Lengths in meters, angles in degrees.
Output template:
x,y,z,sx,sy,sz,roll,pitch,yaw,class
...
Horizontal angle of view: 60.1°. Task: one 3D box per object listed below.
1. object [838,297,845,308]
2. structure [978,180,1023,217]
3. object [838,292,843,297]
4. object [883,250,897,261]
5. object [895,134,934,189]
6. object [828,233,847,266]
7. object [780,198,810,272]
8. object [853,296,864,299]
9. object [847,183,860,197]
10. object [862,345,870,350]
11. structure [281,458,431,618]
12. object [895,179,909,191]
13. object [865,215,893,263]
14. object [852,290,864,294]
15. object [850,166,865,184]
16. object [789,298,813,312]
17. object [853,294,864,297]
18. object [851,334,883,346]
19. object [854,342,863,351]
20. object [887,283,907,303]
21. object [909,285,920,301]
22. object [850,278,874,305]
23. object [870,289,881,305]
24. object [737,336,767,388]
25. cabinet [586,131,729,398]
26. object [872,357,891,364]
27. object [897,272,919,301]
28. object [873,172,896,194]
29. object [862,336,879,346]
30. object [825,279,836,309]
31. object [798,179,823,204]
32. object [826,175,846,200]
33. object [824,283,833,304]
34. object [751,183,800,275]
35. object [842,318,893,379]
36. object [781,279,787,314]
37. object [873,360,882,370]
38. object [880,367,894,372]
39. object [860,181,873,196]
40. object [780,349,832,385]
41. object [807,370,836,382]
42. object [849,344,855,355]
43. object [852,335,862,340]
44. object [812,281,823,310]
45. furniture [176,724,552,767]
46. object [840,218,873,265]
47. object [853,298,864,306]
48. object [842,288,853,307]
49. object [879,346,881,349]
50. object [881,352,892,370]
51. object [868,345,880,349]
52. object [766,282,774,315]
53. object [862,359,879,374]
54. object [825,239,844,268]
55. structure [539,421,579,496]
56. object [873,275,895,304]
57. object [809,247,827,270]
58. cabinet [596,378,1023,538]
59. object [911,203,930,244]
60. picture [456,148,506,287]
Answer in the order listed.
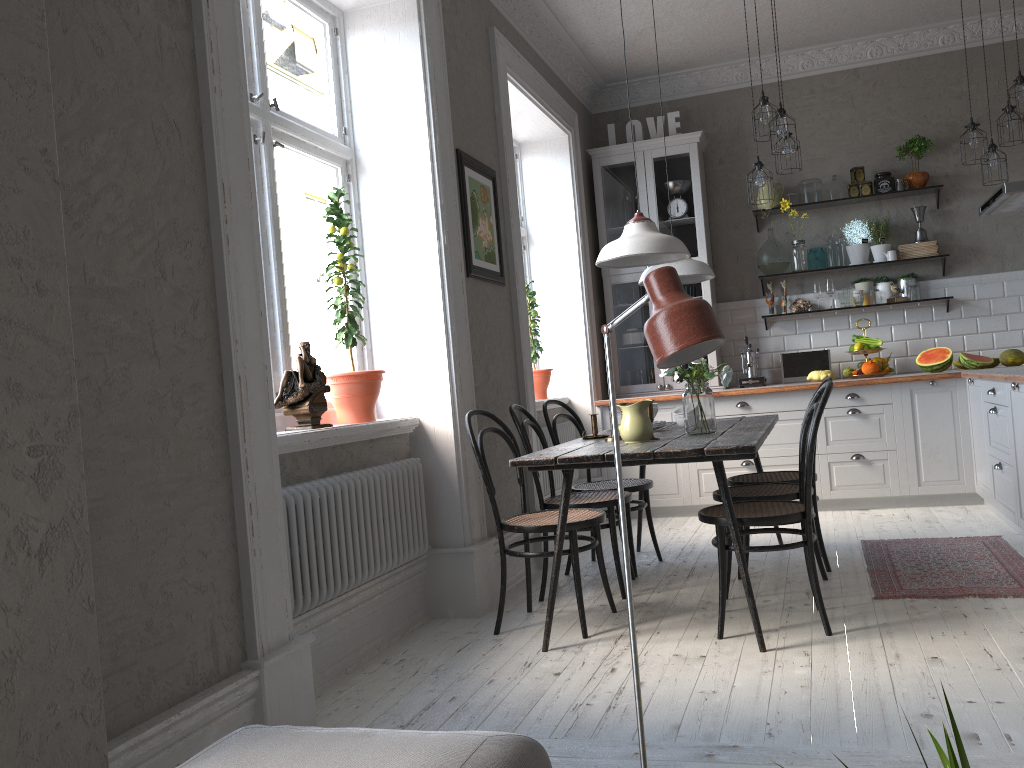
x,y,z,sx,sy,sz,roll,pitch,yaw,class
2.453,-0.600,6.544,0.076,0.083,0.079,-5,0,36,object
2.729,-1.737,4.450,0.704,1.595,0.720,-5,0,18,structure
2.450,-0.633,6.545,0.076,0.083,0.079,-5,0,36,object
2.718,-0.916,6.338,0.064,0.071,0.104,-5,0,-42,object
2.899,-1.579,6.330,0.255,0.397,0.246,-5,0,43,object
2.426,-0.984,6.612,0.129,0.264,0.133,-5,0,23,object
2.075,-1.095,6.499,0.190,0.540,0.283,-5,0,10,object
2.507,-0.607,6.402,0.076,0.051,0.078,-5,0,11,object
2.494,-1.401,6.459,0.082,0.113,0.084,-5,0,18,object
2.490,-0.243,6.249,0.063,0.061,0.067,-5,0,18,object
-0.608,0.546,3.317,0.147,0.428,1.237,-5,0,17,structure
2.780,-1.418,6.315,0.092,0.096,0.075,-5,0,18,object
2.663,-1.064,6.419,0.187,0.380,0.167,-5,0,-21,object
2.503,-0.649,6.403,0.077,0.051,0.077,-5,0,4,object
2.512,-1.515,6.437,0.083,0.113,0.082,-5,0,-2,object
2.138,-0.584,6.583,0.177,0.111,0.096,-5,0,-5,object
2.506,-0.624,6.403,0.075,0.051,0.079,-5,0,37,object
2.514,-0.311,6.271,0.207,0.101,0.068,-5,0,24,object
2.445,-0.262,6.247,0.058,0.069,0.080,-5,0,37,object
2.771,-0.658,6.371,0.119,0.147,0.099,-5,0,-14,object
2.869,-0.650,6.322,0.077,0.108,0.078,-5,0,11,object
2.577,-0.678,6.513,0.157,0.217,0.155,-5,0,-2,object
2.633,-0.629,6.422,0.077,0.108,0.078,-5,0,11,object
1.742,-0.161,6.483,0.203,0.370,0.357,-5,0,18,object
1.122,-0.859,6.770,0.869,1.921,0.392,-5,0,17,cabinet
2.622,-0.164,6.293,0.126,0.056,0.060,-5,0,10,object
2.885,-0.700,6.436,0.157,0.213,0.154,-5,0,16,object
2.704,-1.450,6.442,0.140,0.174,0.144,-5,0,18,object
2.564,-0.305,6.328,0.177,0.096,0.090,-5,0,38,object
2.328,-0.656,6.467,0.081,0.217,0.082,-5,0,4,object
2.211,-1.411,6.552,0.175,0.184,0.168,-5,0,-33,object
2.409,-1.445,6.590,0.142,0.220,0.138,-5,0,-23,object
2.355,-0.658,6.553,0.081,0.217,0.082,-5,0,4,object
1.919,-1.149,6.592,0.337,0.674,0.334,-5,0,-14,object
2.514,-0.254,6.300,0.351,0.425,0.352,-5,0,3,object
2.043,-0.651,6.637,0.063,0.264,0.052,-5,0,-36,object
2.558,-0.131,6.237,0.087,0.078,0.089,-5,0,44,object
2.629,-0.100,6.337,0.055,0.044,0.213,-5,0,-33,object
2.575,-1.408,6.429,0.081,0.113,0.084,-5,0,28,object
2.143,-0.124,6.454,0.347,0.226,0.089,-5,0,17,object
2.174,-0.057,6.232,0.194,0.083,0.191,-5,0,18,object
2.456,-0.246,6.323,0.095,0.078,0.101,-5,0,5,object
2.451,-0.327,6.294,0.073,0.058,0.050,-5,0,-6,object
2.275,-0.651,6.582,0.081,0.217,0.082,-5,0,4,object
-0.326,0.783,1.121,0.576,0.476,0.838,-5,0,18,furniture
2.556,-1.043,6.507,0.240,0.354,0.239,-5,0,36,object
2.509,-0.589,6.402,0.076,0.051,0.078,-5,0,11,object
2.455,-0.628,6.464,0.079,0.139,0.078,-5,0,-9,object
2.602,-0.254,6.283,0.051,0.050,0.050,-5,0,27,object
2.646,-0.160,6.278,0.060,0.120,0.128,-5,0,42,object
2.554,-0.247,6.266,0.076,0.062,0.100,-5,0,-9,object
1.949,-0.642,6.682,0.053,0.264,0.061,-5,0,-11,object
2.496,-0.115,6.177,0.114,0.110,0.110,-5,0,-15,object
2.357,-0.950,6.475,0.122,0.206,0.127,-5,0,40,object
0.224,0.491,5.744,0.147,0.428,1.237,-5,0,17,structure
2.726,-0.687,6.476,0.150,0.214,0.170,-5,0,-42,object
2.271,-0.925,6.596,0.124,0.172,0.128,-5,0,21,object
2.319,0.394,5.047,2.021,0.854,4.124,-5,0,-25,cabinet
2.930,-1.151,6.361,0.130,0.287,0.131,-5,0,3,object
-0.148,-0.822,4.477,0.019,0.619,0.527,-5,0,19,picture
